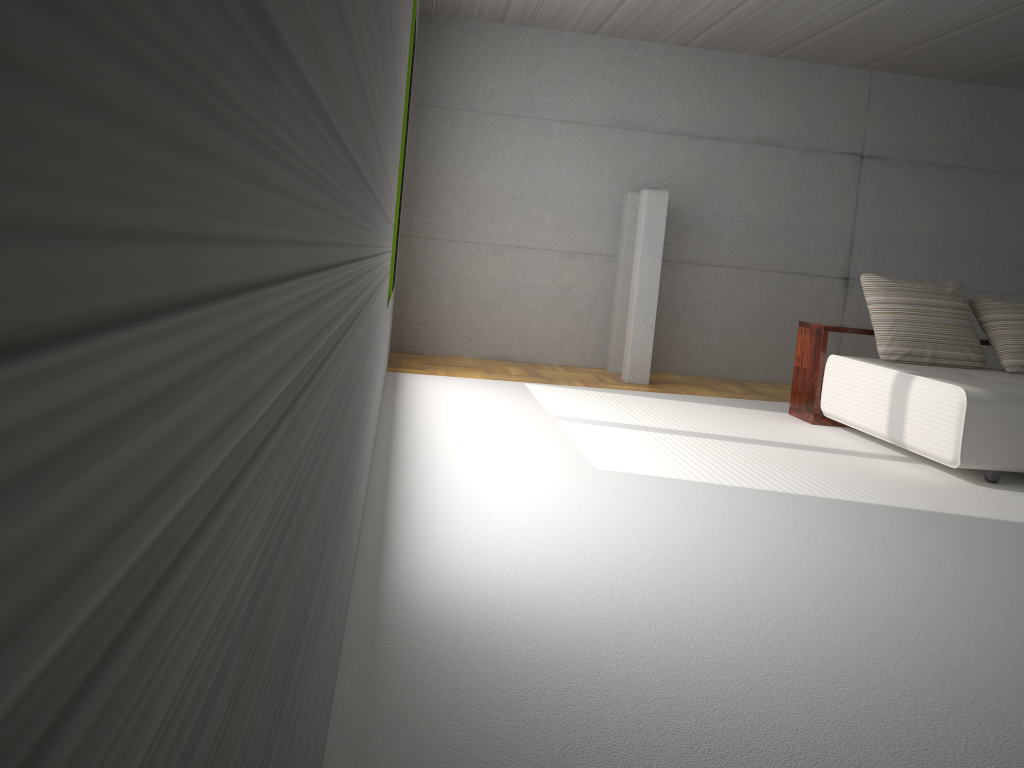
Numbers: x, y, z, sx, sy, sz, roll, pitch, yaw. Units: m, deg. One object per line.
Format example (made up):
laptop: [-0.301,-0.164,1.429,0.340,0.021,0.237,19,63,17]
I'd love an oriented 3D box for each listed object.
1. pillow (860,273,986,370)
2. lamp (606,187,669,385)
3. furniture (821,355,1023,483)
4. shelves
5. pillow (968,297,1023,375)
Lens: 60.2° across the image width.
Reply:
pillow: [2.918,-0.445,6.262,0.800,0.606,0.494,5,6,-8]
lamp: [1.121,-0.896,7.989,0.200,1.682,0.803,5,5,-7]
furniture: [3.366,0.240,5.664,2.166,0.519,1.626,4,8,-7]
shelves: [3.272,-0.008,6.644,2.248,0.712,0.403,4,5,-7]
pillow: [3.765,-0.322,6.320,0.806,0.514,0.582,5,6,-6]
